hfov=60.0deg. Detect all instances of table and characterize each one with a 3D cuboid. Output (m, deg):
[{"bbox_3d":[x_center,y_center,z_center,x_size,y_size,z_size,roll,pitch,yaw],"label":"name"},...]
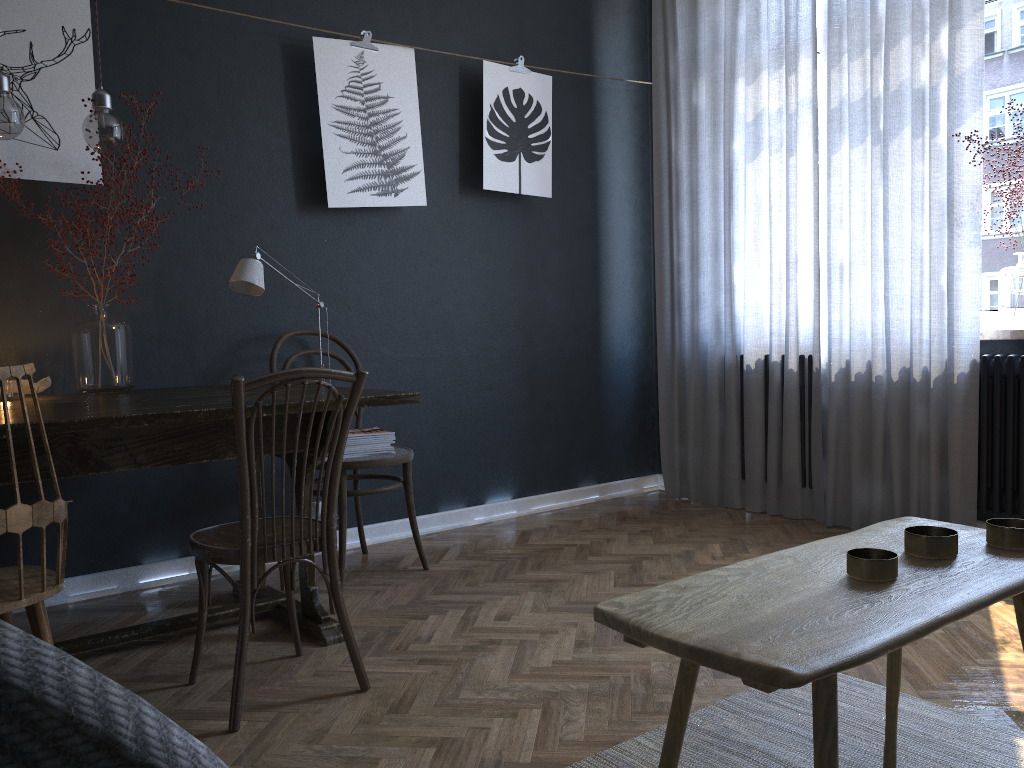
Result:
[{"bbox_3d":[0.490,0.527,1.225,0.787,0.550,0.339,-5,5,-38],"label":"table"},{"bbox_3d":[-1.220,0.417,2.450,1.603,0.728,1.125,-4,5,-38],"label":"table"}]

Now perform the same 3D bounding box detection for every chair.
[{"bbox_3d":[-1.142,0.390,1.832,0.383,0.857,0.455,1,5,37],"label":"chair"},{"bbox_3d":[-0.214,0.451,0.603,0.645,0.812,0.494,1,5,30],"label":"chair"},{"bbox_3d":[-0.624,0.248,3.344,0.437,0.922,0.549,-5,5,-40],"label":"chair"},{"bbox_3d":[-0.592,0.366,2.189,0.362,0.821,0.466,-5,5,-38],"label":"chair"}]

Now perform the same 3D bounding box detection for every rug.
[{"bbox_3d":[0.287,0.803,1.299,2.010,0.013,1.003,-4,4,-38],"label":"rug"}]

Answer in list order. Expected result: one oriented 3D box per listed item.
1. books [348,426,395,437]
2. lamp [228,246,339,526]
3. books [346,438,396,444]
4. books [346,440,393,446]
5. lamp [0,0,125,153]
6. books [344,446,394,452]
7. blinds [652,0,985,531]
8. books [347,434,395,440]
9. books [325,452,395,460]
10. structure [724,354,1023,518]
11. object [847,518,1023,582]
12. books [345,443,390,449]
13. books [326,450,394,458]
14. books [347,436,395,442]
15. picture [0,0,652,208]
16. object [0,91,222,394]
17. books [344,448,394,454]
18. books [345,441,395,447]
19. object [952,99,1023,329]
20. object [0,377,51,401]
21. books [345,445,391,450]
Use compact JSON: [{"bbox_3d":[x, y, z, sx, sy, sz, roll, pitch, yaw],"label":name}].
[{"bbox_3d":[-0.616,0.184,3.304,0.304,0.013,0.218,-3,4,-26],"label":"books"},{"bbox_3d":[-0.751,0.058,3.250,0.242,1.071,0.799,-1,4,7],"label":"lamp"},{"bbox_3d":[-0.615,0.208,3.300,0.304,0.008,0.218,-3,4,-27],"label":"books"},{"bbox_3d":[-0.618,0.215,3.301,0.288,0.008,0.218,-3,4,-26],"label":"books"},{"bbox_3d":[-1.061,-1.404,1.736,0.583,1.576,1.589,-2,4,-6],"label":"lamp"},{"bbox_3d":[-0.620,0.237,3.296,0.304,0.013,0.218,-3,4,-26],"label":"books"},{"bbox_3d":[1.995,-0.756,3.028,0.312,2.792,3.991,-5,5,-38],"label":"blinds"},{"bbox_3d":[-0.618,0.193,3.305,0.304,0.008,0.218,-3,4,-26],"label":"books"},{"bbox_3d":[-0.619,0.259,3.300,0.304,0.008,0.218,-4,4,-31],"label":"books"},{"bbox_3d":[1.648,0.174,3.684,0.215,0.601,1.845,-5,5,-38],"label":"structure"},{"bbox_3d":[0.605,0.230,1.264,0.368,0.033,0.103,-3,4,-27],"label":"object"},{"bbox_3d":[-0.623,0.225,3.302,0.288,0.008,0.218,-3,4,-24],"label":"books"},{"bbox_3d":[-0.621,0.252,3.298,0.304,0.007,0.218,-3,4,-26],"label":"books"},{"bbox_3d":[-0.616,0.201,3.302,0.304,0.008,0.218,-3,4,-27],"label":"books"},{"bbox_3d":[-0.941,-1.070,3.324,4.454,0.772,0.058,-4,5,-38],"label":"picture"},{"bbox_3d":[-1.346,-0.435,2.881,0.638,0.932,0.556,0,4,23],"label":"object"},{"bbox_3d":[-0.619,0.244,3.299,0.304,0.008,0.218,-3,4,-26],"label":"books"},{"bbox_3d":[-0.616,0.219,3.306,0.304,0.006,0.218,-3,4,-26],"label":"books"},{"bbox_3d":[1.917,-0.612,3.290,0.514,0.810,0.598,0,4,26],"label":"object"},{"bbox_3d":[-1.531,0.013,2.672,0.254,0.072,0.252,-4,4,-31],"label":"object"},{"bbox_3d":[-0.623,0.231,3.302,0.288,0.008,0.218,-3,4,-24],"label":"books"}]
